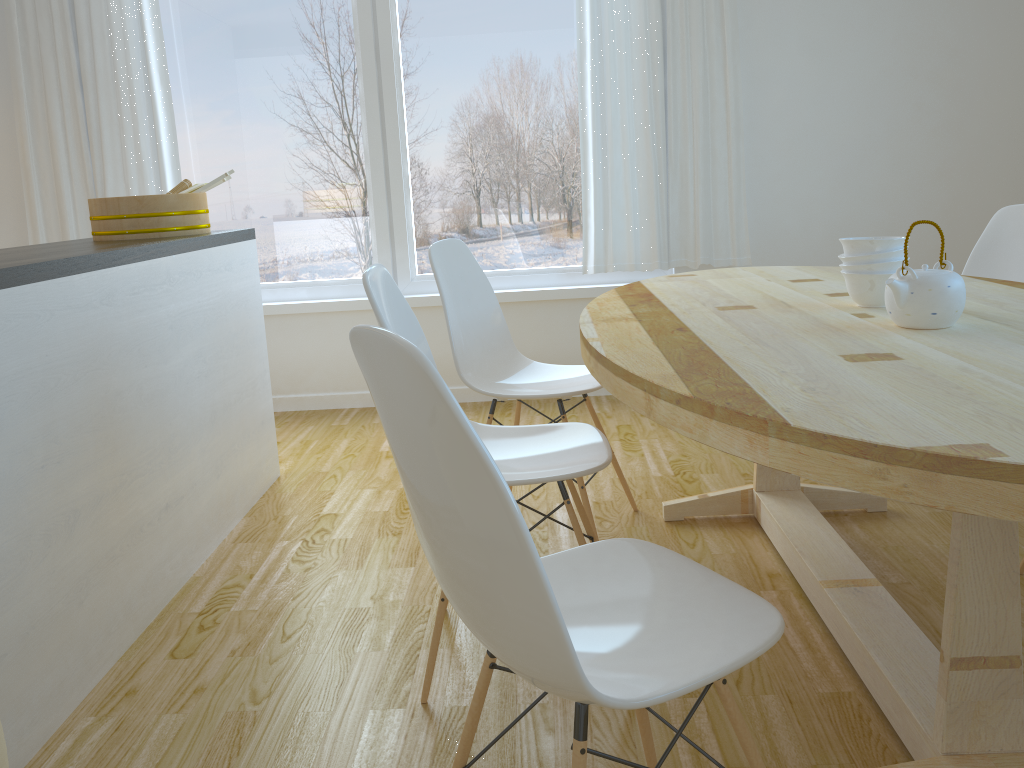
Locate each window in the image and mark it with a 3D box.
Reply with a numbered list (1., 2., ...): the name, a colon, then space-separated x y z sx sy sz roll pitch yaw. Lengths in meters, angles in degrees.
1. window: -0.627 -1.384 4.275 2.726 1.899 0.089 -3 9 2

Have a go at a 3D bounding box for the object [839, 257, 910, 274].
1. object: 0.838 -0.246 2.050 0.151 0.092 0.153 7 16 40

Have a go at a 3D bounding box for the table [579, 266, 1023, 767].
1. table: 0.770 0.197 2.029 1.193 0.717 2.215 -3 12 1

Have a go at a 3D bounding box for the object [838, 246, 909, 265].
1. object: 0.834 -0.269 2.047 0.151 0.095 0.153 1 12 19

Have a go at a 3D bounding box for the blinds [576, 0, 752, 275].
1. blinds: 0.670 -1.585 4.006 0.795 2.138 0.151 -3 9 3

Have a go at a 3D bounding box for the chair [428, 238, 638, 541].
1. chair: 0.060 0.005 2.674 0.523 0.892 0.434 1 11 22

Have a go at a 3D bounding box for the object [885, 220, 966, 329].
1. object: 0.804 -0.219 1.757 0.177 0.209 0.149 -3 10 2

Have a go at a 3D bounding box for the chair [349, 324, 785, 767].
1. chair: 0.100 0.335 1.199 0.525 0.892 0.433 -9 11 -27

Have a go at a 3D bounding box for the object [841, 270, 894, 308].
1. object: 0.842 -0.223 2.051 0.152 0.082 0.153 7 16 40

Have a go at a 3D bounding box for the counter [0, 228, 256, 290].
1. counter: -1.279 -0.271 2.091 0.600 0.040 2.429 -3 13 2

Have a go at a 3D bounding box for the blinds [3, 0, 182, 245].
1. blinds: -1.990 -1.451 4.104 0.795 2.138 0.151 -3 9 2

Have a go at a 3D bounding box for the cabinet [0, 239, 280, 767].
1. cabinet: -1.252 0.192 2.167 0.600 0.900 2.429 -3 12 2

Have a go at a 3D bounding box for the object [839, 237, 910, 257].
1. object: 0.835 -0.297 2.043 0.152 0.086 0.153 4 14 30

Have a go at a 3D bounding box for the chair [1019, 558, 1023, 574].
1. chair: 1.517 0.077 1.976 0.523 0.892 0.434 -3 10 2

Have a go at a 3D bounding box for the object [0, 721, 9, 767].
1. object: -0.439 0.530 1.400 1.192 0.496 0.475 -8 12 -20

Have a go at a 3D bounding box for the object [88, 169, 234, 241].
1. object: -1.221 -0.614 3.032 0.379 0.212 0.434 4 14 30

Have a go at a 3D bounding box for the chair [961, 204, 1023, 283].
1. chair: 1.416 -0.086 2.724 0.524 0.892 0.433 -8 11 -22
